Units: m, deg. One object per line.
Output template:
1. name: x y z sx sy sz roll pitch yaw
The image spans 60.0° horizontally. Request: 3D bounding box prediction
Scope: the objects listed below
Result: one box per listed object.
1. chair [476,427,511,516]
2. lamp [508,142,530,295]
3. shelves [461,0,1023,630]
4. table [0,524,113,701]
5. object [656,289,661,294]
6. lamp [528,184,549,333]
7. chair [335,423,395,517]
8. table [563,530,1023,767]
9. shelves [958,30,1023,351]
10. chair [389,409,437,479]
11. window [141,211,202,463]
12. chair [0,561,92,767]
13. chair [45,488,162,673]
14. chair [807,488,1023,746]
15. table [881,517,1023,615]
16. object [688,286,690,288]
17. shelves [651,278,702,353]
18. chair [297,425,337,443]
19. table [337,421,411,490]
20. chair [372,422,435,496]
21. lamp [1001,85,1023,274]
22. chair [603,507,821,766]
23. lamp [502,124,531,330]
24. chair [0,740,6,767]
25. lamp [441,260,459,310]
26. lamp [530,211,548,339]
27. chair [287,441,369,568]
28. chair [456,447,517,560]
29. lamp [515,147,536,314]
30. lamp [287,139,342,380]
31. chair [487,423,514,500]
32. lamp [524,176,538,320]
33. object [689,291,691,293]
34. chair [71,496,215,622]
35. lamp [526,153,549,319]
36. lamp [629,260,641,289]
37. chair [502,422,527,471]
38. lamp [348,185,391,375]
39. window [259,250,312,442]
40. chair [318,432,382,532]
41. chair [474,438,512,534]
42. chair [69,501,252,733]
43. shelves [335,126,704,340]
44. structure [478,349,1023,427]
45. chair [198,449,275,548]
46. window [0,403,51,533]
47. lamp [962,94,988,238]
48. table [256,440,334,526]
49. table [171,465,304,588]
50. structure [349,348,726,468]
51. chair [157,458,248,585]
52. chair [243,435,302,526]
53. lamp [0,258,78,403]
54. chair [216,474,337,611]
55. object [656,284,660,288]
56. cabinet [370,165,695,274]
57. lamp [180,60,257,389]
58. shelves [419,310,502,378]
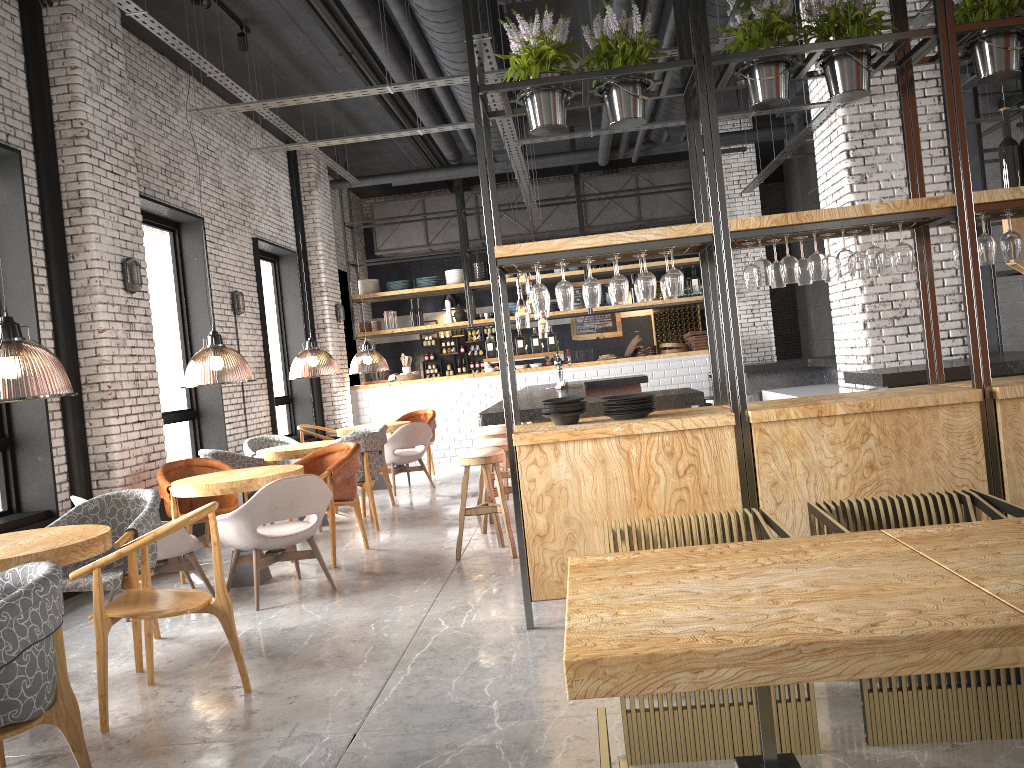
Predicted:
1. chair: -0.188 0.830 8.552 0.439 0.805 0.480 -6 1 -22
2. lamp: 0.017 -1.526 7.246 0.108 1.599 0.108 -6 0 36
3. shelves: 1.655 -1.384 4.808 3.659 5.018 0.690 -6 0 4
4. table: -2.363 1.164 4.189 0.933 0.809 0.931 -7 1 -38
5. object: 2.788 -1.766 16.876 0.079 0.079 0.284 -6 1 5
6. lamp: 0.247 -1.324 9.132 0.108 1.599 0.108 -6 0 -14
7. chair: -1.548 0.910 9.435 0.644 0.929 0.680 -6 1 -41
8. table: 0.683 0.914 2.386 0.996 0.763 1.000 -6 1 4
9. shelves: 5.649 -2.181 7.834 1.003 4.366 6.150 -6 1 5
10. chair: -1.231 0.821 11.811 0.680 0.929 0.644 -6 1 27
11. window: -3.531 -0.411 8.965 0.365 2.697 1.535 -6 0 5
12. chair: -1.668 1.080 2.809 0.644 0.929 0.680 -6 1 -36
13. chair: -2.203 1.085 4.960 0.681 0.929 0.644 -6 1 14
14. chair: 1.527 0.823 3.269 0.657 0.730 0.639 -6 1 7
15. table: 1.678 0.813 2.309 0.996 0.763 1.000 -6 1 4
16. object: 3.351 -1.824 16.846 0.079 0.079 0.284 -6 1 5
17. shelves: 3.166 -0.919 16.945 0.889 2.148 0.251 -6 0 4
18. chair: -2.451 0.962 11.385 0.643 0.921 0.613 -6 1 11
19. table: -1.707 0.928 11.235 0.933 0.809 0.931 -7 1 -43
20. chair: -1.318 0.889 10.714 0.771 0.850 0.801 -6 1 -36
21. lamp: 3.614 -1.555 6.430 0.127 1.547 0.127 -6 0 4
22. chair: 0.708 0.906 3.318 0.657 0.730 0.639 -6 1 5
23. lamp: 0.006 -1.212 6.709 0.108 1.599 0.108 -6 0 36
24. chair: -2.423 1.145 3.362 0.681 0.929 0.644 -6 1 4
25. lamp: -1.232 -1.929 17.196 0.390 0.937 0.390 -6 0 7
26. lamp: 0.286 -1.328 10.375 0.108 1.599 0.108 -6 0 36
27. chair: -1.435 0.954 7.107 0.680 0.929 0.644 -5 1 42
28. chair: -0.175 0.876 6.581 0.481 0.805 0.438 -6 1 -37
29. lamp: 0.118 -1.465 8.440 0.108 1.599 0.108 -6 0 36
30. lamp: -2.102 -1.265 8.891 0.537 2.406 0.536 -6 0 -44
31. chair: -0.091 0.798 9.503 0.438 0.805 0.481 -5 1 43
32. lamp: 0.221 -1.507 9.786 0.108 1.599 0.108 -6 0 36
33. object: 3.362 -1.720 16.856 0.079 0.079 0.284 -6 1 5
34. chair: -2.539 1.126 6.081 0.803 0.850 0.770 -6 1 -36
35. lamp: 0.201 -1.307 7.812 0.108 1.461 0.108 -6 0 -24
36. lamp: 2.381 -2.296 16.882 0.390 0.937 0.390 -6 0 7
37. chair: 0.016 0.746 11.197 0.439 0.805 0.480 -6 1 -27
38. lamp: -1.925 -1.338 11.202 0.537 2.406 0.536 -6 0 -44
39. window: -3.287 -0.513 12.159 0.365 2.697 1.535 -6 0 5
40. chair: -1.500 0.930 8.414 0.682 0.929 0.643 -6 1 -41
41. chair: -0.127 0.873 7.749 0.481 0.805 0.438 -6 0 -17
42. chair: -1.592 1.044 4.156 0.644 0.921 0.612 -6 1 -4
43. shelves: 0.159 -2.530 14.208 5.676 3.066 0.597 -6 0 4
44. structure: 2.151 0.246 8.899 4.309 1.533 5.879 -6 1 4
45. chair: -2.667 1.050 8.452 0.644 0.929 0.680 -6 1 -41
46. window: -3.774 -0.310 5.775 0.365 2.697 1.535 -6 0 5
47. lamp: 3.656 -1.651 7.079 0.127 1.395 0.127 -6 0 4
48. table: -2.027 1.018 8.849 0.933 0.809 0.931 -7 1 -38
49. table: -1.968 1.067 6.525 0.933 0.809 0.931 -7 1 -38
50. structure: 0.502 0.393 14.142 5.799 1.346 1.511 -6 1 4
51. chair: -2.477 1.062 7.094 0.682 0.929 0.643 -6 1 -43
52. chair: -2.509 1.010 9.440 0.682 0.929 0.643 -6 1 -41
53. lamp: -2.462 -1.115 4.168 0.537 2.406 0.536 -6 0 -44
54. chair: -1.579 1.028 6.004 0.771 0.850 0.801 -6 1 -36
55. object: 2.780 -1.872 16.914 0.079 0.079 0.284 -6 1 5
56. cabinet: 0.398 -2.774 16.482 5.862 1.768 0.682 -6 0 4
57. lamp: -2.282 -1.190 6.529 0.537 2.406 0.536 -6 0 -44
58. shelves: -0.883 -0.613 17.305 1.761 1.482 0.157 -6 0 4
